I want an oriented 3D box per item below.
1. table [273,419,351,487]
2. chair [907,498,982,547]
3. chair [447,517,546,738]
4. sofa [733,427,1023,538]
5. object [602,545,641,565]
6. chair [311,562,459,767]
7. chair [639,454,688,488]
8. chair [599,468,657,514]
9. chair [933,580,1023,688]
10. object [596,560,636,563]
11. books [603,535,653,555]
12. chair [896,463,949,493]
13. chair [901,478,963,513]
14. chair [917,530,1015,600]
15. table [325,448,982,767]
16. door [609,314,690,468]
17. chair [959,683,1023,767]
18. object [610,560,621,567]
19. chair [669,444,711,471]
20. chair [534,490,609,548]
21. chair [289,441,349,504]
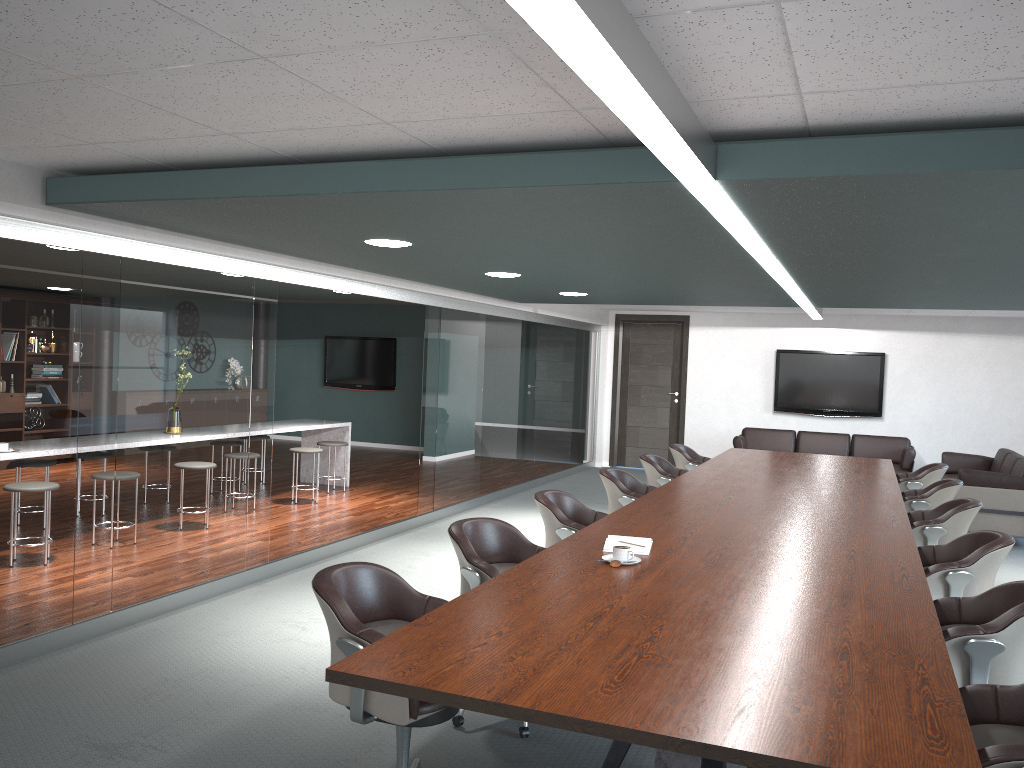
[{"bbox_3d":[-2.888,0.772,7.617,0.609,0.699,4.577,3,2,22],"label":"table"},{"bbox_3d":[2.375,1.021,5.067,0.518,0.761,0.535,3,2,28],"label":"chair"},{"bbox_3d":[-0.019,0.962,3.640,0.518,0.761,0.535,4,2,42],"label":"chair"},{"bbox_3d":[4.130,0.990,9.556,1.976,0.728,4.057,2,2,-25],"label":"sofa"},{"bbox_3d":[0.408,0.635,3.303,0.146,0.056,0.146,1,2,-44],"label":"object"},{"bbox_3d":[-0.371,0.972,2.760,0.518,0.761,0.535,3,2,28],"label":"chair"},{"bbox_3d":[1.208,0.930,6.690,0.523,0.761,0.533,2,2,3],"label":"chair"},{"bbox_3d":[0.802,0.941,5.696,0.518,0.761,0.535,3,2,28],"label":"chair"},{"bbox_3d":[1.555,1.042,3.035,0.523,0.761,0.533,2,2,3],"label":"chair"},{"bbox_3d":[0.379,0.654,3.256,0.155,0.012,0.034,2,2,-1],"label":"object"},{"bbox_3d":[0.473,0.642,3.595,0.180,0.032,0.285,3,2,12],"label":"books"},{"bbox_3d":[3.182,1.000,7.087,0.518,0.761,0.535,3,2,28],"label":"chair"},{"bbox_3d":[2.764,1.010,6.059,0.523,0.761,0.533,3,2,7],"label":"chair"},{"bbox_3d":[1.940,1.032,4.003,0.523,0.761,0.533,2,2,-2],"label":"chair"},{"bbox_3d":[1.431,1.015,4.927,1.374,0.706,6.694,3,2,22],"label":"table"},{"bbox_3d":[1.906,0.111,12.276,1.038,2.130,0.139,3,2,22],"label":"door"},{"bbox_3d":[1.193,1.053,2.106,0.518,0.761,0.535,3,2,28],"label":"chair"},{"bbox_3d":[0.376,0.653,3.226,0.044,0.021,0.041,3,2,14],"label":"object"},{"bbox_3d":[1.613,0.919,7.726,0.518,0.761,0.535,3,2,28],"label":"chair"},{"bbox_3d":[0.357,0.952,4.581,0.518,0.761,0.535,3,2,28],"label":"chair"},{"bbox_3d":[-2.935,0.863,7.669,1.479,0.512,4.029,3,2,21],"label":"chair"}]
